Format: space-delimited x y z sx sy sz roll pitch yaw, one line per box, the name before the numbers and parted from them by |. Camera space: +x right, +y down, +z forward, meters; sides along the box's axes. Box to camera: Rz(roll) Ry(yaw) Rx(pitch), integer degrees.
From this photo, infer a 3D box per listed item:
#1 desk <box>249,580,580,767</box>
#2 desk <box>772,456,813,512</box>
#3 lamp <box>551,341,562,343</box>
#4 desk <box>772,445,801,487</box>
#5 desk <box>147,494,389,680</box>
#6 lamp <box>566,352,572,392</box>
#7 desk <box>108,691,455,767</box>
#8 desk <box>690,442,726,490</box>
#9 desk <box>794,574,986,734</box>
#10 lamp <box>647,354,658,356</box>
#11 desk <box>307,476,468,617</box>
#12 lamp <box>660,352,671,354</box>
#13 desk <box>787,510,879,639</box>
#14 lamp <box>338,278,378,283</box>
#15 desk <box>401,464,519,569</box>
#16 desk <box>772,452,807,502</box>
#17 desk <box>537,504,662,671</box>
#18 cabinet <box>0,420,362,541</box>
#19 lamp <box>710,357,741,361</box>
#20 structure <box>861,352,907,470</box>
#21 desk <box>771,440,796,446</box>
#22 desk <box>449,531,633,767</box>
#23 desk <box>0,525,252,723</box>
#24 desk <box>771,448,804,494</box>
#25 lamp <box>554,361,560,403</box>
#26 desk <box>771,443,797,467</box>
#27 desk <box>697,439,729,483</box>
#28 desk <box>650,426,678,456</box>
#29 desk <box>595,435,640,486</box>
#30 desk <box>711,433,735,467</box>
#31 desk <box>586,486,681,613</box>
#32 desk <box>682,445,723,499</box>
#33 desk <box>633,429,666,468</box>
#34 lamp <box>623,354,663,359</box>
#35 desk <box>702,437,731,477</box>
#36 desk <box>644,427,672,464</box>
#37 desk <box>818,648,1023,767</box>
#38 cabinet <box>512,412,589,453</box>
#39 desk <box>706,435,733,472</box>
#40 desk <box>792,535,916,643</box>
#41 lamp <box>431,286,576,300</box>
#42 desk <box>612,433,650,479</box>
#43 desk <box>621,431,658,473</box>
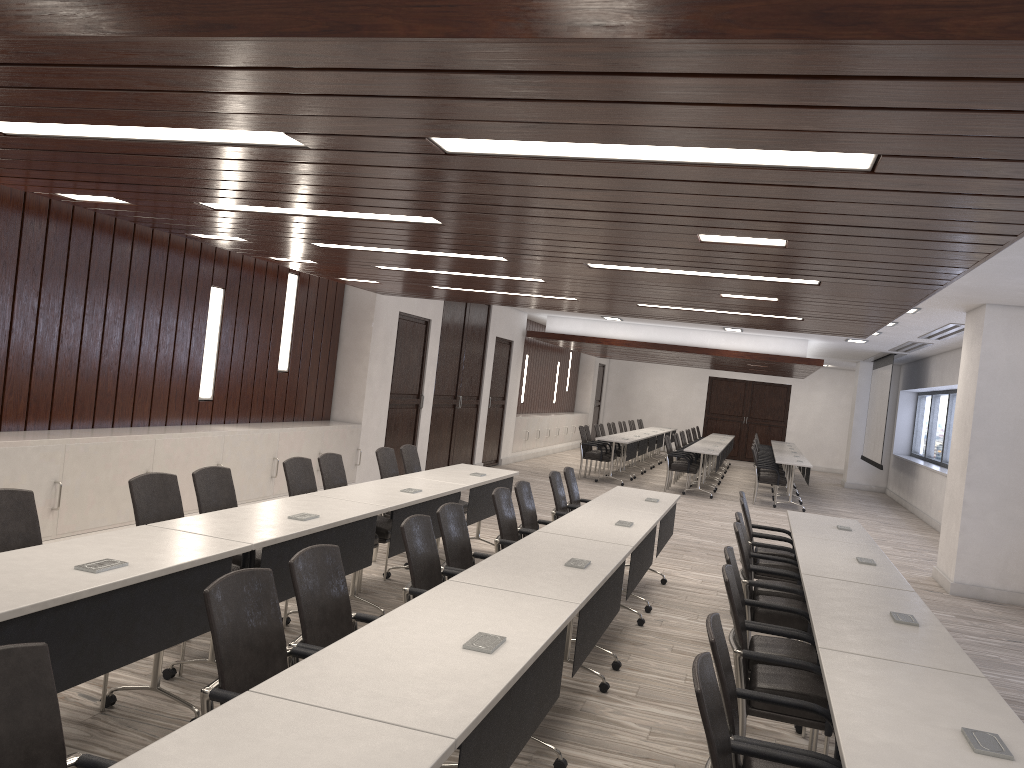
desk | -0.247 1.226 2.953 0.577 0.795 1.509 7 0 16
desk | 4.764 1.698 15.193 0.577 0.795 1.509 7 0 16
lamp | 0.920 -0.871 17.869 0.464 0.045 0.236 7 0 16
desk | 6.006 1.805 19.579 0.577 0.795 1.509 7 0 16
desk | -1.284 1.094 4.832 0.577 0.795 1.509 7 0 16
lamp | 1.463 -0.330 23.451 0.094 1.058 0.236 7 0 16
desk | -0.660 1.191 1.497 0.577 0.795 1.509 7 0 16
desk | 3.748 1.569 17.067 0.577 0.795 1.509 7 0 16
desk | 1.598 1.427 4.008 0.577 0.795 1.509 7 0 16
lamp | 2.816 -0.664 18.929 1.496 0.045 0.236 7 0 16
desk | -0.869 1.130 6.300 0.577 0.795 1.509 7 0 16
lamp | 2.397 -0.700 17.447 1.496 0.045 0.236 7 0 16
desk | 2.428 1.498 6.941 0.577 0.795 1.509 7 0 16
lamp | -1.569 -1.084 9.080 0.464 0.045 0.236 7 0 16
desk | -0.454 1.165 7.765 0.577 0.795 1.509 7 0 16
desk | 5.179 1.734 16.658 0.577 0.795 1.509 7 0 16
desk | 0.583 1.298 5.885 0.577 0.795 1.509 7 0 16
cabinet | -3.035 0.726 7.068 0.476 0.698 7.540 7 0 16
lamp | 4.366 -0.473 16.884 1.496 0.045 0.236 7 0 16
structure | 7.558 0.500 18.350 0.438 2.329 3.550 7 0 16
desk | 6.836 1.876 22.511 0.577 0.795 1.509 7 0 16
desk | 0.167 1.262 4.417 0.577 0.795 1.509 7 0 16
desk | -1.699 1.059 3.368 0.577 0.795 1.509 7 0 16
desk | 5.591 1.769 18.114 0.577 0.795 1.509 7 0 16
lamp | 1.067 -0.044 22.183 0.094 1.058 0.236 7 0 16
desk | 6.421 1.840 21.046 0.577 0.795 1.509 7 0 16
desk | 4.161 1.604 18.523 0.577 0.795 1.509 7 0 16
desk | 3.954 1.542 23.335 0.577 0.795 1.509 7 0 16
desk | 1.882 1.365 16.017 0.577 0.795 1.509 7 0 16
desk | 5.405 1.710 22.920 0.577 0.795 1.509 7 0 16
desk | 0.997 1.333 7.350 0.577 0.795 1.509 7 0 16
desk | 3.334 1.533 15.602 0.577 0.795 1.509 7 0 16
desk | 3.124 1.471 20.403 0.577 0.795 1.509 7 0 16
lamp | 3.176 -0.634 20.198 1.496 0.045 0.236 7 0 16
desk | 4.575 1.639 19.988 0.577 0.795 1.509 7 0 16
desk | 3.539 1.507 21.870 0.577 0.795 1.509 7 0 16
desk | 1.183 1.392 2.544 0.577 0.795 1.509 7 0 16
cabinet | 0.896 1.063 20.953 0.476 0.698 7.540 7 0 16
desk | 4.991 1.675 21.455 0.577 0.795 1.509 7 0 16
desk | 2.013 1.463 5.476 0.577 0.795 1.509 7 0 16
lamp | -0.091 -0.913 8.658 1.496 0.045 0.236 7 0 16
desk | 2.297 1.401 17.482 0.577 0.795 1.509 7 0 16
desk | 2.709 1.436 18.938 0.577 0.795 1.509 7 0 16
